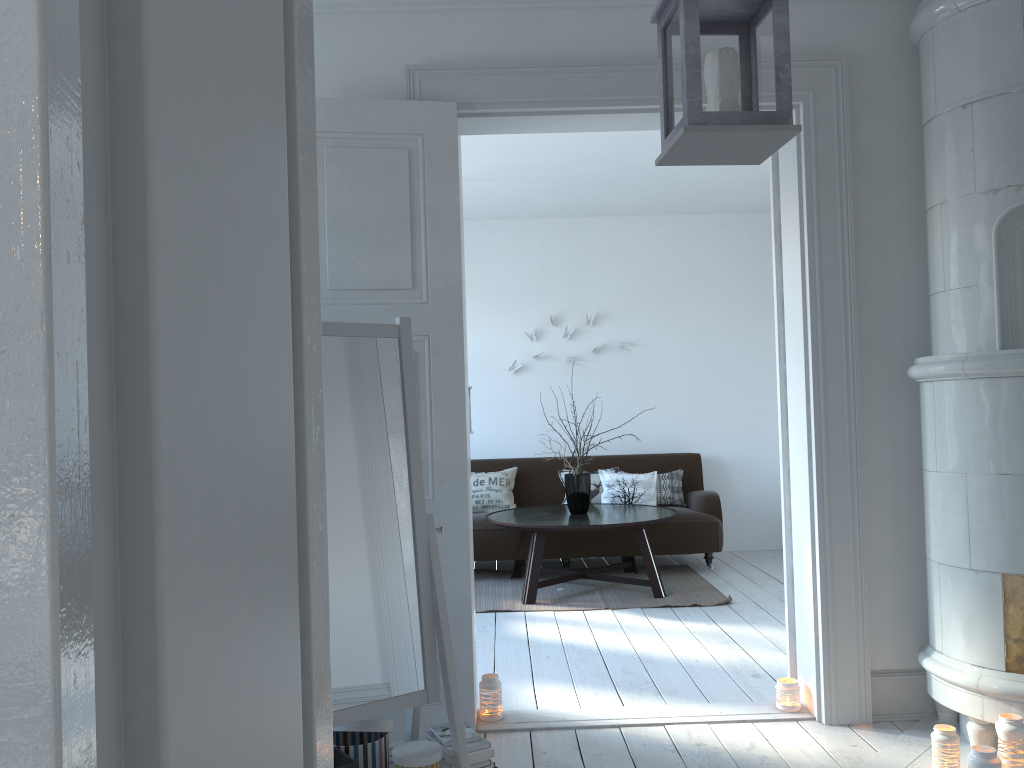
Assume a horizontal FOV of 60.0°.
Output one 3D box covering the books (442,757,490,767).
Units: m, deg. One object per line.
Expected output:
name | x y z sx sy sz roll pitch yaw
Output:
books | -0.165 1.115 2.676 0.128 0.016 0.181 -1 -2 -30

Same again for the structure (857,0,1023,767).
structure | 1.650 -0.092 2.924 0.801 2.826 1.247 -3 -1 44

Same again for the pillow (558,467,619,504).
pillow | 0.600 0.828 6.884 0.473 0.347 0.158 -2 -1 -3

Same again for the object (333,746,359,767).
object | -0.516 1.057 2.361 0.165 0.103 0.155 -1 -2 -36

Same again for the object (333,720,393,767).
object | -0.456 1.036 2.594 0.207 0.158 0.241 -2 -2 7

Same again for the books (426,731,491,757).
books | -0.164 1.073 2.674 0.132 0.017 0.187 -1 -2 -28

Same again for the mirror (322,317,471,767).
mirror | -0.453 0.539 2.499 0.610 1.488 0.417 -1 -1 -36

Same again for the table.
table | 0.477 1.130 6.019 1.299 0.503 1.300 -1 -2 -11

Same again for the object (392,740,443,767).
object | -0.266 1.068 2.500 0.142 0.074 0.142 -1 -2 -17

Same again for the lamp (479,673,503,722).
lamp | -0.082 1.216 3.442 0.089 0.166 0.089 -2 -1 -2

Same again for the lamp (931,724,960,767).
lamp | 1.382 1.169 2.826 0.084 0.146 0.084 -2 -1 4

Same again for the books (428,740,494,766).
books | -0.157 1.094 2.671 0.128 0.026 0.200 -1 -2 -29

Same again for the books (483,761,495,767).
books | -0.159 1.149 2.680 0.178 0.016 0.128 -4 -3 42

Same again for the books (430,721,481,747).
books | -0.173 1.058 2.687 0.111 0.014 0.156 -1 -2 -21

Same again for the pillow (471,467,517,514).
pillow | -0.207 0.842 6.912 0.519 0.367 0.239 -2 -1 -1

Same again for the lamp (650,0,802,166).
lamp | 0.399 -1.351 1.797 0.228 1.761 0.228 -2 -1 -4

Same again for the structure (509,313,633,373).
structure | 0.476 -0.342 7.297 1.025 0.478 0.085 -2 -1 -1

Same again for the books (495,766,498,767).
books | -0.158 1.169 2.671 0.193 0.022 0.128 -3 -2 32

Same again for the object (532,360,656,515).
object | 0.562 0.344 5.971 0.845 1.065 0.525 -1 -1 -30

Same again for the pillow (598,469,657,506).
pillow | 0.893 0.807 6.813 0.471 0.309 0.188 -2 -1 0

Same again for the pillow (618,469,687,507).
pillow | 1.092 0.817 6.929 0.542 0.287 0.183 -2 -1 0

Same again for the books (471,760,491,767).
books | -0.164 1.132 2.679 0.128 0.016 0.177 0 -2 -34

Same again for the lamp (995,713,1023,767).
lamp | 1.540 1.129 2.730 0.098 0.210 0.098 -2 -1 4

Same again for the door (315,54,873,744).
door | 0.463 0.042 3.447 2.598 2.504 0.578 -2 -1 -1

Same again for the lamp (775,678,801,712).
lamp | 1.074 1.209 3.449 0.093 0.110 0.093 -2 -1 16

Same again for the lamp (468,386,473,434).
lamp | -0.408 -0.539 6.065 0.228 1.761 0.228 -2 -1 -4

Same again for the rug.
rug | 0.484 1.355 6.042 1.710 0.055 1.457 -2 -2 0

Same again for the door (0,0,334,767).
door | 0.509 -0.063 0.432 2.598 2.504 0.578 -2 -1 -1

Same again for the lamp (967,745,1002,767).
lamp | 1.385 1.151 2.595 0.089 0.166 0.089 -2 -1 1

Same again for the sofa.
sofa | 0.466 0.985 6.811 2.165 0.824 0.969 -2 -2 -1
